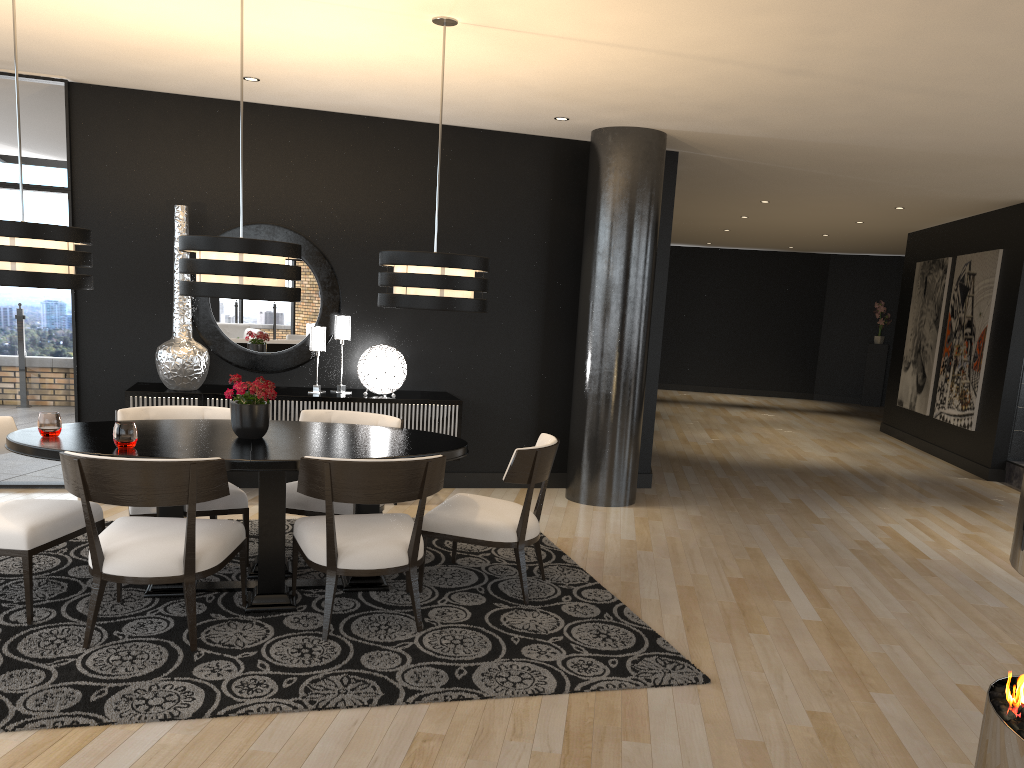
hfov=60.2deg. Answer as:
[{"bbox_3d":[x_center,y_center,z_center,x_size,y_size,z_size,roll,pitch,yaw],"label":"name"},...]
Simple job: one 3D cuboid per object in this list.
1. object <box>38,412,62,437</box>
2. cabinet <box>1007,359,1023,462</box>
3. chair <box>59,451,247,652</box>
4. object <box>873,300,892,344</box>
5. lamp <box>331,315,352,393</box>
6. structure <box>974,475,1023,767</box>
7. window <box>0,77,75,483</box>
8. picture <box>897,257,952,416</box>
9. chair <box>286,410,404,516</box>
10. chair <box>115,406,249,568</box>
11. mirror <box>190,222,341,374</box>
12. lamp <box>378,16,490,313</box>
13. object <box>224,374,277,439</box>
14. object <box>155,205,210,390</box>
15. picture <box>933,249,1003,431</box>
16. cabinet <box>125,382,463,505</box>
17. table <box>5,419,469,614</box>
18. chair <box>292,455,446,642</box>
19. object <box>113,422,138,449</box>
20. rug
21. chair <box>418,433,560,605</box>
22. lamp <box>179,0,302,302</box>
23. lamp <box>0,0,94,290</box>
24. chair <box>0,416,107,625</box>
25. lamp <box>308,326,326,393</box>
[{"bbox_3d":[-2.047,0.180,3.909,0.094,0.107,0.095,10,11,40],"label":"object"},{"bbox_3d":[7.906,-0.312,8.623,5.722,2.566,0.717,4,10,6],"label":"cabinet"},{"bbox_3d":[-1.490,0.659,3.715,0.643,0.818,0.607,3,9,-6],"label":"chair"},{"bbox_3d":[6.747,-1.127,16.114,0.336,0.799,0.227,10,12,35],"label":"object"},{"bbox_3d":[-1.226,-0.215,6.365,0.131,0.558,0.124,11,12,36],"label":"lamp"},{"bbox_3d":[1.550,0.022,1.890,0.587,2.784,0.877,2,10,-6],"label":"structure"},{"bbox_3d":[3.521,-0.886,1.650,15.894,4.857,9.988,3,6,-7],"label":"window"},{"bbox_3d":[5.183,-0.598,11.093,0.077,1.901,1.139,5,9,7],"label":"picture"},{"bbox_3d":[-0.974,0.582,4.900,0.641,0.818,0.608,5,9,12],"label":"chair"},{"bbox_3d":[-1.752,0.552,4.719,0.642,0.818,0.608,-1,10,-30],"label":"chair"},{"bbox_3d":[-1.780,-0.614,6.383,1.076,1.094,0.025,1,11,-16],"label":"mirror"},{"bbox_3d":[-0.348,-1.027,4.206,0.536,1.349,0.527,0,10,-17],"label":"lamp"},{"bbox_3d":[-1.233,0.108,4.176,0.237,0.303,0.225,1,9,-14],"label":"object"},{"bbox_3d":[-2.208,-0.568,5.909,0.344,1.227,0.338,2,10,-7],"label":"object"},{"bbox_3d":[5.017,-0.484,9.719,0.077,1.901,1.139,5,9,7],"label":"picture"},{"bbox_3d":[-1.529,0.436,6.362,2.238,0.779,0.601,2,9,-16],"label":"cabinet"},{"bbox_3d":[-1.262,0.638,4.290,2.106,0.781,1.192,2,7,-14],"label":"table"},{"bbox_3d":[-0.666,0.684,3.981,0.642,0.818,0.607,0,9,-23],"label":"chair"},{"bbox_3d":[-1.644,0.218,3.754,0.095,0.107,0.094,3,8,-5],"label":"object"},{"bbox_3d":[-1.348,1.013,4.356,3.723,0.011,2.680,2,5,-16],"label":"rug"},{"bbox_3d":[-0.090,0.667,4.548,0.615,0.818,0.634,5,9,13],"label":"chair"},{"bbox_3d":[-1.214,-1.056,3.964,0.536,1.349,0.527,0,10,-17],"label":"lamp"},{"bbox_3d":[-2.079,-1.086,3.721,0.536,1.349,0.527,0,10,-17],"label":"lamp"},{"bbox_3d":[-2.278,0.587,3.980,0.616,0.818,0.634,4,8,5],"label":"chair"},{"bbox_3d":[-1.381,-0.173,6.269,0.124,0.472,0.130,4,10,6],"label":"lamp"}]
